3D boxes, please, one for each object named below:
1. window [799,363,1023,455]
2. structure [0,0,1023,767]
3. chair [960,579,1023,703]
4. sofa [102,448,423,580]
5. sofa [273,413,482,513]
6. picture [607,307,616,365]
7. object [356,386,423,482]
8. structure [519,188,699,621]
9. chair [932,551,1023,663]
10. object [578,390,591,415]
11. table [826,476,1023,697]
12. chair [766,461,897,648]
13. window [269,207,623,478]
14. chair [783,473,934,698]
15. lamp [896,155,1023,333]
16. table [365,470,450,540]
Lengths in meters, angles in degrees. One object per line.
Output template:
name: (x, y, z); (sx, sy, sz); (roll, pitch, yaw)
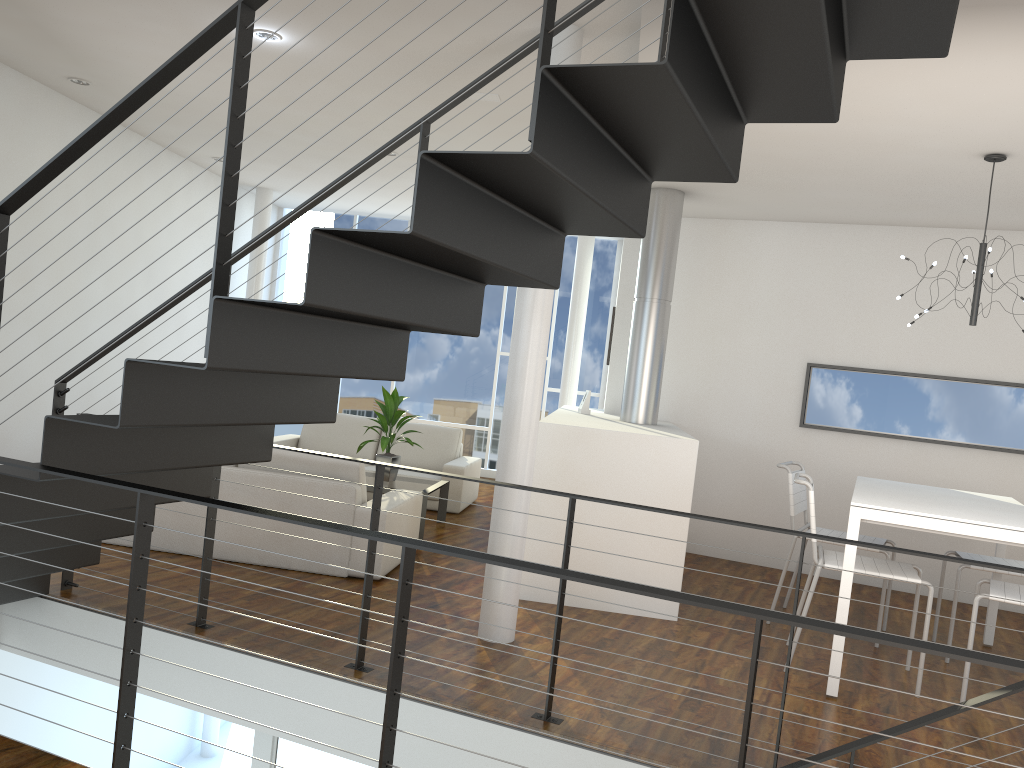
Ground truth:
window: (2.795, 0.182, 5.279); (2.022, 0.408, 0.165); (7, 2, 22)
structure: (-0.146, 0.550, 2.317); (4.356, 6.304, 1.094); (7, 3, 22)
chair: (2.035, 0.870, 3.311); (0.554, 0.765, 0.428); (7, 2, 29)
sofa: (-1.333, 0.564, 4.653); (1.610, 0.566, 0.802); (7, 1, 7)
sofa: (-1.083, 0.557, 6.775); (1.610, 0.566, 0.802); (7, 1, 7)
picture: (0.750, -0.354, 6.710); (0.020, 0.416, 0.575); (7, 1, 6)
object: (-0.754, 0.313, 5.599); (0.432, 0.602, 0.457); (6, 2, -9)
structure: (0.660, -0.040, 5.464); (0.750, 2.208, 2.749); (7, 2, 6)
chair: (2.275, 0.886, 3.999); (0.554, 0.765, 0.428); (7, 2, 17)
object: (0.466, 0.114, 5.633); (0.061, 0.151, 0.100); (6, 2, -7)
table: (1.786, 0.848, 3.777); (0.699, 0.721, 1.400); (7, 1, 22)
chair: (1.555, 0.799, 4.315); (0.554, 0.765, 0.428); (7, 2, 28)
window: (-0.573, -1.934, 8.614); (3.414, 5.641, 0.090); (7, 2, 6)
chair: (1.401, 0.793, 3.637); (0.554, 0.765, 0.428); (7, 2, 19)
lamp: (2.003, -0.600, 3.757); (0.617, 0.726, 0.590); (8, 3, 44)
table: (-1.266, 0.699, 5.713); (1.607, 0.285, 0.661); (7, 1, 7)
